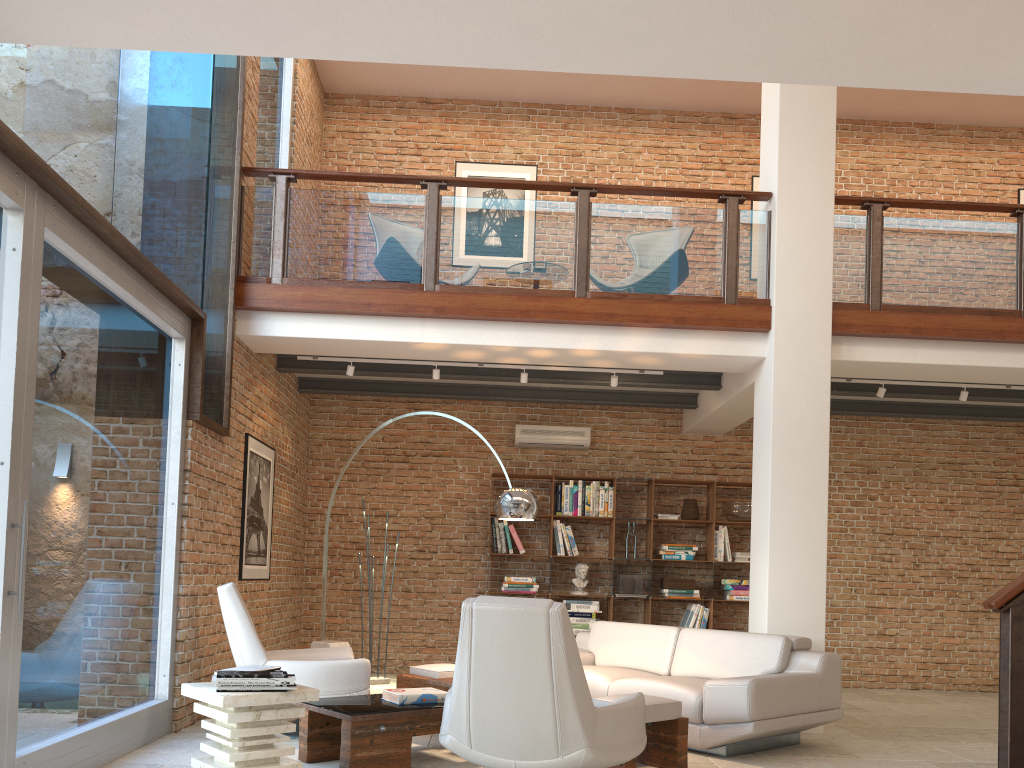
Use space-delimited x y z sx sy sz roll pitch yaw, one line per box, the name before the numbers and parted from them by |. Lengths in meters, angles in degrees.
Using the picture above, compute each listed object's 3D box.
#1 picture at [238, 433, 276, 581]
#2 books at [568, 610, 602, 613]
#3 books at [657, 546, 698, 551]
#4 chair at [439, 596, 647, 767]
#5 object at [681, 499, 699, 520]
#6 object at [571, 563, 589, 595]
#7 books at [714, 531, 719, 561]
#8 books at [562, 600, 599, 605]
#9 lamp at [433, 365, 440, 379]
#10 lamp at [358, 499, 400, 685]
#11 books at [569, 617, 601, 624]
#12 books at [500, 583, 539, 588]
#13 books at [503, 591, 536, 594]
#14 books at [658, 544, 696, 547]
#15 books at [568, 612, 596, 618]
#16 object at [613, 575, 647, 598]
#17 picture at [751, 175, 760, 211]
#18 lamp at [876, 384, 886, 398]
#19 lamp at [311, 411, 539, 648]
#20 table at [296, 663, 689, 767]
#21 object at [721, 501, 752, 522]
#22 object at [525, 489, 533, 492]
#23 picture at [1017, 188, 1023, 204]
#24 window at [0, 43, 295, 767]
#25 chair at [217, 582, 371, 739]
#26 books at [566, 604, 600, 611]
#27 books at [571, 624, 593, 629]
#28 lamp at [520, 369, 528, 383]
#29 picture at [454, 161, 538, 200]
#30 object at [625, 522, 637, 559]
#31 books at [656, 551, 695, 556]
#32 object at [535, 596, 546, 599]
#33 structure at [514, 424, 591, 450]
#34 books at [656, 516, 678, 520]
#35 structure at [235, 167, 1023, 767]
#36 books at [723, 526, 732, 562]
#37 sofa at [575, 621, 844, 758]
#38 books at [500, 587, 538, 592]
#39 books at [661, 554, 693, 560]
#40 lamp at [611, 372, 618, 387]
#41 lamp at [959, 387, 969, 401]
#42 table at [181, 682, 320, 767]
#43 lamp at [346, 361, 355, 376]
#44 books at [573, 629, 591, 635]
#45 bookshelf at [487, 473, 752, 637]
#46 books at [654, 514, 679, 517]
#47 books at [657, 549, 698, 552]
picture | -2.159 1.080 7.415 0.027 1.173 0.929 2 -6 -1
books | 0.721 2.421 9.303 0.444 0.020 0.278 2 -13 -2
books | 1.772 1.765 9.354 0.380 0.036 0.250 4 -12 -8
chair | 0.091 1.511 4.142 1.027 0.997 0.992 0 -8 15
object | 1.906 1.350 9.329 0.196 0.228 0.194 8 -9 -44
object | 0.730 2.084 9.319 0.196 0.344 0.197 1 -5 14
books | 2.163 1.747 9.377 0.055 0.323 0.259 2 -6 -1
books | 0.727 2.331 9.320 0.380 0.036 0.250 2 -12 -2
lamp | -0.640 -0.097 7.376 0.061 0.119 0.087 2 -6 1
lamp | -1.343 2.048 8.590 0.421 1.788 0.200 4 -3 -32
books | 0.728 2.519 9.299 0.381 0.063 0.249 5 -12 -15
books | 0.079 2.151 9.288 0.380 0.036 0.250 4 -12 -8
books | 0.075 2.218 9.299 0.356 0.020 0.278 2 -13 -2
books | 1.770 1.741 9.375 0.356 0.020 0.278 3 -13 -3
books | 0.703 2.455 9.289 0.327 0.054 0.260 3 -12 -7
object | 1.253 2.155 9.306 0.336 0.228 0.290 2 -9 -2
picture | 3.121 -1.722 9.745 0.914 1.176 0.028 2 -2 -2
lamp | 3.170 0.063 7.486 0.060 0.126 0.087 4 -6 -31
lamp | -0.684 1.366 6.612 2.038 2.308 0.323 -3 -5 35
table | -0.297 2.056 5.386 1.996 0.420 2.229 12 -16 -39
object | 2.477 1.388 9.388 0.441 0.214 0.443 -7 -14 39
object | 0.096 1.245 9.284 0.251 0.278 0.132 1 -4 6
picture | 6.152 -1.598 9.834 0.914 1.176 0.028 2 -2 -2
window | -2.250 -1.698 2.098 0.648 6.255 12.620 2 -10 -1
chair | -1.488 1.841 5.866 0.987 0.979 1.044 4 -8 -17
books | 0.730 2.383 9.323 0.380 0.063 0.250 4 -12 -7
books | 0.714 2.581 9.312 0.362 0.054 0.289 2 -12 1
lamp | 0.103 -0.062 7.398 0.061 0.126 0.087 2 -6 1
picture | -0.190 -1.858 9.648 0.914 1.176 0.028 2 -2 -2
object | 1.272 1.668 9.304 0.121 0.392 0.062 2 -2 1
books | 1.753 1.822 9.371 0.380 0.036 0.250 2 -12 -2
object | 0.092 1.638 5.568 0.546 0.596 0.319 6 -6 -31
structure | 0.439 0.580 9.490 0.813 0.215 0.204 2 -7 -2
books | 1.655 1.437 9.321 0.206 0.033 0.135 2 -12 -2
structure | 2.853 -0.285 2.720 10.155 4.052 14.181 2 -12 -1
books | 2.294 1.730 9.404 0.101 0.377 0.248 2 -5 -1
sofa | 1.090 2.178 6.449 1.158 0.740 2.353 10 -14 -40
books | 0.067 2.188 9.294 0.380 0.036 0.250 3 -12 -6
books | 1.772 1.867 9.361 0.326 0.054 0.261 0 -12 8
lamp | 0.872 -0.035 7.431 0.060 0.113 0.096 2 -7 5
lamp | 3.892 0.094 7.509 0.061 0.126 0.087 2 -6 1
table | -1.304 1.746 4.308 0.501 0.494 0.499 9 -10 -41
lamp | -1.362 -0.123 7.352 0.060 0.126 0.087 4 -6 -31
books | 0.714 2.635 9.291 0.380 0.063 0.250 4 -12 -7
bookshelf | 1.255 2.112 9.325 3.034 2.164 0.369 2 -2 -2
books | 1.650 1.413 9.328 0.237 0.018 0.175 4 -13 -8
books | 1.770 1.793 9.362 0.380 0.018 0.250 4 -13 -9
